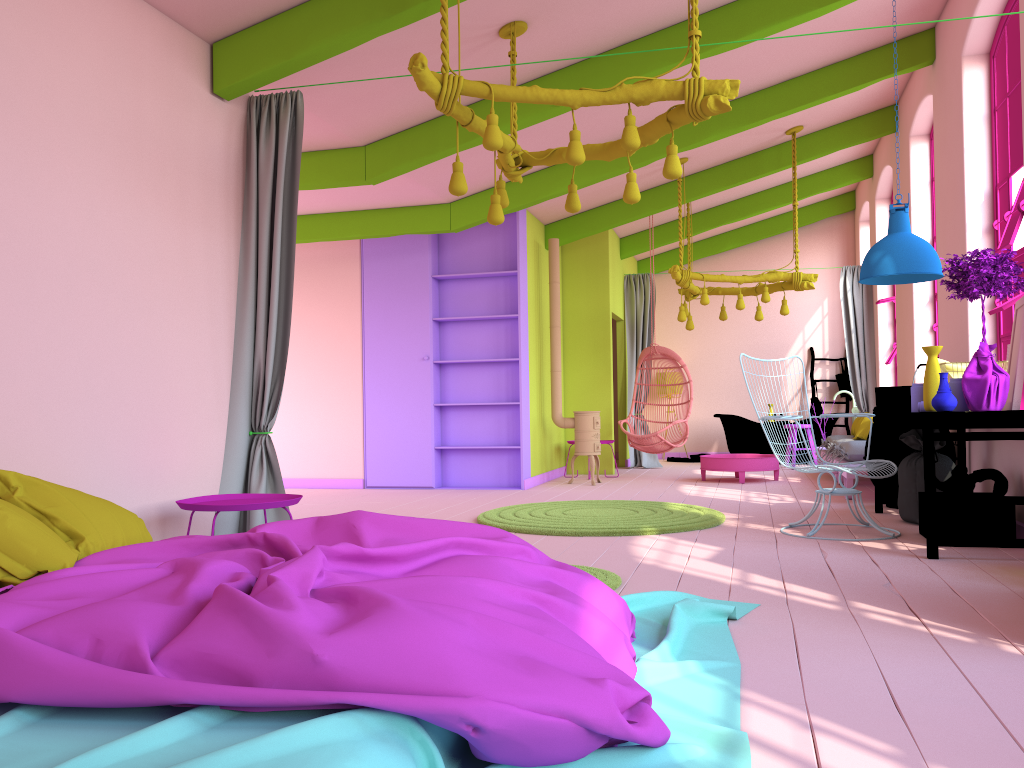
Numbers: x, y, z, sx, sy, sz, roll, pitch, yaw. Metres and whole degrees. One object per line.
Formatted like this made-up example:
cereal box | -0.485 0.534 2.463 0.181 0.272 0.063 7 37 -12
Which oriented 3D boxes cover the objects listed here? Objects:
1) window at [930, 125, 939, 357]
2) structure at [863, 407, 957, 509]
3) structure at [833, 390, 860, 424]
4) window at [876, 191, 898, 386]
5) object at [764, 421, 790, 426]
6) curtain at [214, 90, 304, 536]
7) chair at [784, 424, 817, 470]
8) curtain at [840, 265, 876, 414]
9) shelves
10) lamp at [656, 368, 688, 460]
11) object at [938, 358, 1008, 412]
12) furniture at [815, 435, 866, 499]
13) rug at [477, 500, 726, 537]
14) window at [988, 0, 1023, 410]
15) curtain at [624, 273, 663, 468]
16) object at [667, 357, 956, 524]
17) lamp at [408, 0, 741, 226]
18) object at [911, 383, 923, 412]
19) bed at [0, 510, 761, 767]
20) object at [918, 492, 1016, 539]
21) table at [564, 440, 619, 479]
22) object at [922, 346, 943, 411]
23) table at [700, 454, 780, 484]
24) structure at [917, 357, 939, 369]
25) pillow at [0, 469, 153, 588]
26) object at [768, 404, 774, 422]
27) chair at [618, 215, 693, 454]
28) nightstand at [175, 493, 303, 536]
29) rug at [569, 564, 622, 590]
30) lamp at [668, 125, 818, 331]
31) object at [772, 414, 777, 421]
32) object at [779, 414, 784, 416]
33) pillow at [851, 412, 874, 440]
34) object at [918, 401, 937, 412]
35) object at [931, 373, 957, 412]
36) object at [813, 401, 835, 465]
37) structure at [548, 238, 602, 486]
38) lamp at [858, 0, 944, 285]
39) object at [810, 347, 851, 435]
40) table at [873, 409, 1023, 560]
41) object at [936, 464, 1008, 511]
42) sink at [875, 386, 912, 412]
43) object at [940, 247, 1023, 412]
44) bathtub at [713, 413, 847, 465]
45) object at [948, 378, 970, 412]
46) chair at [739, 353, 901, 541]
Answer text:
window | 4.116 -1.182 8.398 0.072 3.046 1.275 -1 -1 15
structure | 3.290 0.601 7.343 0.718 0.844 0.718 -1 -1 -17
structure | 4.906 0.621 12.818 0.254 1.061 0.452 0 -1 -31
window | 4.754 -1.118 10.767 0.551 3.009 1.514 -1 -1 15
object | 3.913 0.587 13.106 0.360 0.068 1.323 -1 -2 15
curtain | -1.449 -0.356 5.090 0.518 2.785 0.525 -1 -1 -4
chair | 3.859 0.844 11.972 0.472 0.593 0.446 -1 -1 -16
curtain | 4.654 -0.230 11.824 0.518 2.785 0.525 -2 -1 34
shelves | -0.755 -0.381 9.832 1.842 3.103 0.384 -1 -1 15
lamp | 2.498 0.470 14.138 0.476 1.466 0.491 0 -1 -45
object | 2.954 0.003 5.851 0.444 0.369 0.633 -1 -1 15
furniture | 3.783 0.820 9.568 0.907 0.507 3.776 -1 -2 15
rug | 0.682 1.030 6.912 1.889 0.050 1.889 -1 -2 3
window | 3.481 -1.228 6.020 0.492 3.003 1.497 -1 -1 15
curtain | 1.818 -0.217 12.596 0.518 2.785 0.525 -1 -1 -4
object | 2.866 0.321 10.302 2.827 1.580 7.866 -1 -2 16
lamp | 0.256 -2.057 5.069 1.610 2.264 1.776 -1 -1 -3
object | 2.794 0.094 6.077 0.109 0.197 0.109 -1 -1 7
bed | -0.714 0.706 2.575 2.802 0.514 3.577 -1 -2 15
object | 2.840 0.841 5.565 0.446 0.277 0.522 -1 -1 15
table | 0.979 0.929 10.985 0.596 0.458 0.596 0 -2 -37
object | 2.487 -0.030 5.238 0.116 0.383 0.116 -1 -1 -11
table | 2.612 0.967 10.179 0.885 0.285 0.885 -2 -2 41
structure | 3.077 0.003 6.542 0.166 0.396 0.087 -1 -1 24
pillow | -1.835 0.562 2.612 0.848 0.822 2.618 -1 -2 5
object | 3.827 0.456 13.099 0.097 0.321 0.097 -1 -1 26
chair | 1.717 -0.713 10.805 0.860 3.129 0.806 -2 -1 35
nightstand | -1.325 0.785 4.337 0.596 0.458 0.596 0 -2 -37
rug | 0.138 0.981 4.425 0.792 0.021 0.793 -1 -2 -2
lamp | 2.416 -1.755 10.225 1.610 2.264 1.776 -1 -1 -3
object | 3.830 0.524 12.927 0.069 0.170 0.069 -2 -1 35
object | 3.969 0.525 13.059 0.069 0.170 0.069 -2 -1 35
pillow | 3.961 0.454 9.610 0.578 0.399 1.997 -1 -2 15
object | 2.665 0.147 5.651 0.137 0.076 0.076 -2 -2 35
object | 2.455 0.046 5.040 0.132 0.219 0.132 -2 -1 32
object | 4.331 0.641 12.201 0.277 0.987 0.451 0 -1 -31
structure | 0.764 -0.265 10.187 0.577 2.814 0.403 -2 -1 32
lamp | 2.588 -1.700 5.963 0.529 2.001 0.529 0 -1 -43
object | 4.895 0.294 13.603 0.603 1.764 0.410 -1 -1 15
table | 2.897 0.577 5.886 0.655 0.820 2.193 -1 -2 15
object | 2.907 0.750 5.698 0.300 0.448 0.672 -1 -1 -9
sink | 2.893 0.106 6.564 0.340 0.194 0.609 -1 -2 15
object | 2.726 -0.316 5.120 0.441 0.950 0.503 0 -1 -25
bathtub | 3.948 0.798 13.094 1.889 0.740 0.826 -1 -1 15
object | 2.653 0.065 5.264 0.109 0.197 0.109 0 -1 -38
chair | 2.144 0.390 6.052 1.078 1.238 0.925 0 -2 -40
